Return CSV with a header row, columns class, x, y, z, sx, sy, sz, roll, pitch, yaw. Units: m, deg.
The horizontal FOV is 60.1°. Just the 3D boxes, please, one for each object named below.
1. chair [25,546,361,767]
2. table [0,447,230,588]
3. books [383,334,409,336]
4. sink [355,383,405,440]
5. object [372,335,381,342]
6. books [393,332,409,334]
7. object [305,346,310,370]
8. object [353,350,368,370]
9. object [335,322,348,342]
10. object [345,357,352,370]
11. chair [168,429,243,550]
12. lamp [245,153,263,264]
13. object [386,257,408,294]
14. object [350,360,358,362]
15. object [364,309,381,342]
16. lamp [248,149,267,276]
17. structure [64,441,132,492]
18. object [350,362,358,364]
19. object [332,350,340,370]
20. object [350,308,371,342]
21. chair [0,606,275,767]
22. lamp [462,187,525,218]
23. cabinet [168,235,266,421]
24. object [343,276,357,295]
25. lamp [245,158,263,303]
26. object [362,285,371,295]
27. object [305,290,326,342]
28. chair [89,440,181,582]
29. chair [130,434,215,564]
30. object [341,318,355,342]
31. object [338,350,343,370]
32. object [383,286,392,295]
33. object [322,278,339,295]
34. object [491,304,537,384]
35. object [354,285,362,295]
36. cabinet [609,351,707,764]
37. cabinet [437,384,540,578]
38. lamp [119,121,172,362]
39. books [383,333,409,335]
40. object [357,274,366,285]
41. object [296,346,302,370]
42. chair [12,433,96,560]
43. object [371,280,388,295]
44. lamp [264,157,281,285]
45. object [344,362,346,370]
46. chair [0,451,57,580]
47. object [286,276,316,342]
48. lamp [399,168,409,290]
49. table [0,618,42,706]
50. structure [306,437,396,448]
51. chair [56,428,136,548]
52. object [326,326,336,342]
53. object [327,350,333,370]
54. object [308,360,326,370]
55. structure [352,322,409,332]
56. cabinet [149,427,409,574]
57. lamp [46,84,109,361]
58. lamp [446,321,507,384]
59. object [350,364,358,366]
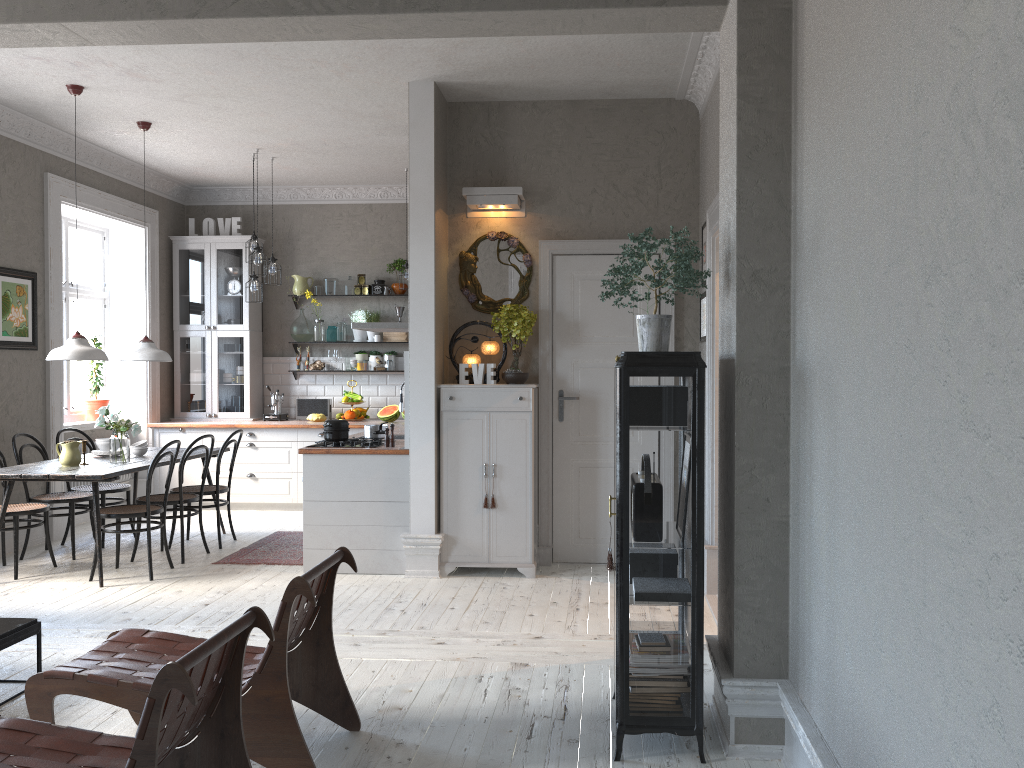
class,x,y,z,sx,sy,sz,roll,pitch,yaw
chair,-1.117,0.993,3.213,1.014,0.721,0.509,0,1,4
table,-2.935,0.921,6.585,0.902,0.735,1.926,0,1,6
books,-1.202,-0.511,9.292,0.259,0.011,0.159,0,1,10
sink,-0.939,0.312,7.026,0.526,0.720,0.487,0,1,5
object,-1.400,-0.474,9.213,0.104,0.071,0.064,1,1,35
books,-1.202,-0.532,9.292,0.258,0.016,0.159,0,1,13
object,-2.152,-0.272,9.348,0.052,0.264,0.063,1,1,41
object,-1.598,-0.253,9.350,0.158,0.217,0.154,0,1,-15
object,-1.782,-0.540,9.262,0.123,0.206,0.127,1,1,27
object,-1.711,-0.211,9.275,0.080,0.139,0.077,0,1,-23
chair,-2.422,0.819,7.021,0.548,0.920,0.438,0,1,2
lamp,-2.292,-1.945,7.857,0.148,1.735,0.146,0,1,-8
object,-1.164,-1.119,9.245,0.256,0.397,0.245,1,1,29
object,-1.647,-0.227,9.227,0.078,0.051,0.076,0,1,-9
object,-1.460,-0.628,9.278,0.188,0.380,0.166,-1,1,-34
lamp,-2.213,-1.811,7.695,0.150,1.735,0.143,-1,1,-38
structure,-3.828,0.739,8.076,0.148,0.428,1.225,0,1,4
object,-1.647,-0.201,9.227,0.076,0.051,0.078,0,1,24
object,-1.833,-0.250,9.249,0.082,0.217,0.081,0,1,-9
object,-1.586,-0.617,9.338,0.241,0.354,0.238,0,1,23
chair,-1.208,1.009,2.358,1.014,0.721,0.509,0,1,4
lamp,-0.124,-1.272,6.206,0.414,0.171,0.220,0,1,4
cabinet,-3.067,-0.559,9.266,0.877,1.921,0.389,0,1,4
object,-1.715,-1.033,9.384,0.143,0.220,0.137,-1,1,-36
lamp,-2.342,-1.608,8.026,0.149,1.735,0.144,-1,1,-28
object,-1.519,-0.978,9.267,0.082,0.113,0.083,0,1,15
object,-2.051,-0.709,9.222,0.192,0.540,0.280,0,1,-3
chair,-2.544,0.839,6.006,0.548,0.920,0.438,0,1,2
chair,-2.492,0.829,6.540,0.544,0.920,0.441,0,1,12
object,-1.743,-0.572,9.410,0.130,0.264,0.132,0,1,10
object,-1.826,-0.251,9.338,0.082,0.217,0.081,0,1,-9
object,-1.291,-0.968,9.204,0.093,0.096,0.075,0,1,5
object,-1.903,-1.014,9.302,0.168,0.184,0.176,1,2,44
object,0.031,-0.276,6.088,0.291,0.553,0.347,1,1,39
object,-1.606,-0.978,9.277,0.082,0.113,0.083,0,1,5
cabinet,0.552,0.614,3.446,0.347,1.471,0.620,0,1,5
cabinet,-0.153,0.649,6.100,0.664,1.297,0.385,0,1,4
lamp,-2.856,-1.101,6.894,0.376,1.858,0.382,0,1,12
books,-1.202,-0.521,9.292,0.258,0.016,0.159,0,1,17
object,-1.573,-1.090,9.260,0.084,0.113,0.082,0,1,-15
object,-2.255,-0.273,9.370,0.054,0.264,0.060,-1,1,-24
chair,-3.414,0.826,6.636,0.548,0.920,0.438,0,1,2
object,-1.392,-1.009,9.309,0.141,0.174,0.142,0,1,5
lamp,-2.168,-1.767,8.008,0.148,1.735,0.146,0,1,-8
object,-1.733,-0.185,9.352,0.076,0.083,0.079,0,1,23
chair,-3.470,0.837,6.081,0.544,0.920,0.441,0,1,12
object,-2.220,-0.778,9.276,0.340,0.674,0.332,-1,1,-27
lamp,-1.006,-1.772,8.456,0.144,1.735,0.150,1,1,37
table,-2.589,1.203,3.322,0.846,0.303,1.314,0,1,5
structure,-1.149,0.416,6.392,0.494,0.031,0.607,0,1,5
chair,-3.345,0.817,7.120,0.543,0.920,0.443,0,1,17
object,-1.895,-0.526,9.360,0.125,0.172,0.127,0,1,8
object,-1.912,-0.252,9.348,0.082,0.217,0.081,0,1,-9
object,-2.052,-0.197,9.318,0.179,0.111,0.095,0,1,-18
structure,-0.891,-1.243,7.394,0.710,1.595,0.714,0,1,5
cabinet,-1.608,0.831,7.881,2.030,0.854,4.107,-1,1,-39
lamp,-2.952,-1.084,6.002,0.371,1.858,0.387,1,1,42
lamp,-0.239,-0.163,6.187,0.446,0.558,0.173,0,1,12
object,-1.647,-0.184,9.228,0.077,0.051,0.077,0,1,-2
